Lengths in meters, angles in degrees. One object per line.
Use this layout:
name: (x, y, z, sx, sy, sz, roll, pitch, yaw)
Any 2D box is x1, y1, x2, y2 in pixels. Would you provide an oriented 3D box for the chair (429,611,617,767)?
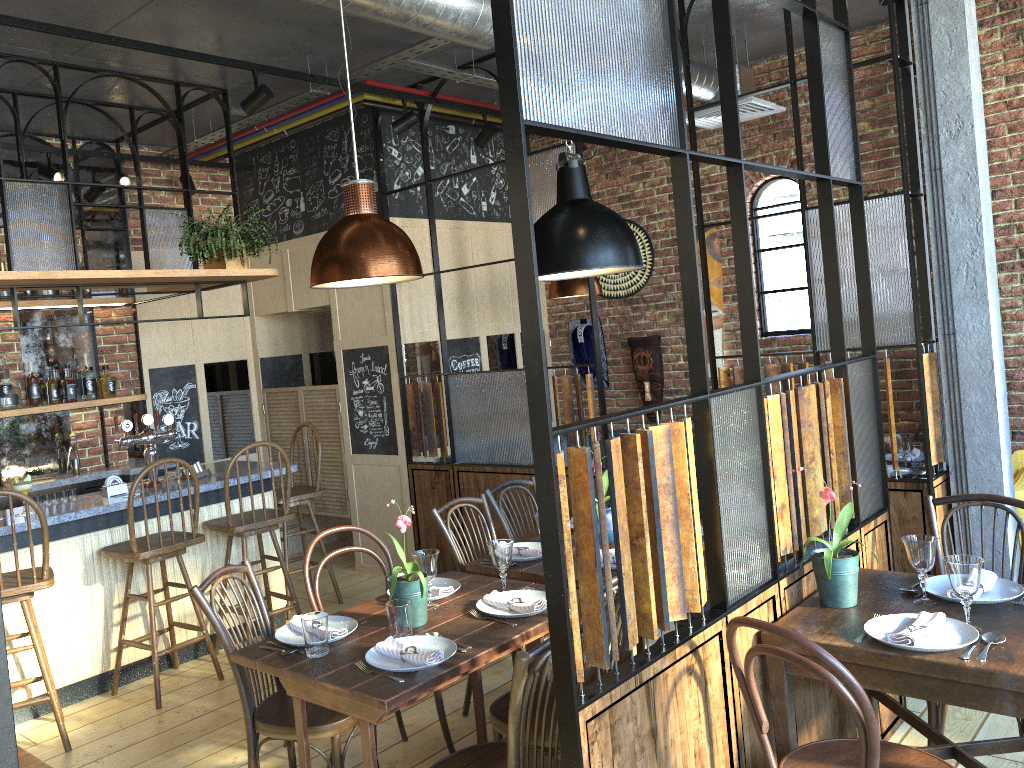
chair: (0.001, 1.054, 2.343, 0.387, 0.914, 0.546, -7, 2, -44)

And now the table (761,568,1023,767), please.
table: (1.268, 1.018, 2.534, 0.785, 0.726, 0.717, -3, 3, 41)

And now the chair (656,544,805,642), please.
chair: (0.772, 0.933, 3.138, 0.421, 0.920, 0.572, -6, 2, -32)

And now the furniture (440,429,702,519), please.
furniture: (0.512, 0.829, 6.289, 1.510, 0.821, 1.424, -3, 4, 41)

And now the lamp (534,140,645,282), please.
lamp: (0.227, -1.116, 3.679, 0.506, 1.325, 0.552, -7, 2, -36)

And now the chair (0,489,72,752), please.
chair: (-2.279, 1.050, 3.963, 0.418, 1.194, 0.428, -6, 2, -30)

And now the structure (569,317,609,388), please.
structure: (0.590, -0.242, 7.021, 0.339, 0.559, 0.109, -4, 2, 42)

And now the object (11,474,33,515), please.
object: (-2.467, 0.556, 4.445, 0.103, 0.197, 0.109, -6, 2, -21)

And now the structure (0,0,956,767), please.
structure: (-1.270, -0.100, 3.640, 6.256, 3.323, 5.641, -4, 3, 25)

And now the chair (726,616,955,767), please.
chair: (0.849, 0.981, 2.178, 0.530, 0.920, 0.454, -6, 2, -26)

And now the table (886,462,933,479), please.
table: (2.059, 0.814, 4.753, 0.785, 0.726, 0.717, -3, 3, 41)

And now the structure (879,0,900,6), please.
structure: (1.698, -1.842, 3.917, 0.189, 0.267, 0.162, -5, 2, 14)

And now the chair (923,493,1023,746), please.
chair: (1.568, 0.867, 2.935, 0.423, 0.914, 0.499, -4, 2, 36)

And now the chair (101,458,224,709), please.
chair: (-1.829, 0.974, 4.534, 0.431, 1.194, 0.416, -4, 2, 35)

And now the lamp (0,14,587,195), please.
lamp: (-0.904, -1.525, 3.538, 6.557, 0.273, 6.902, -3, 4, 41)

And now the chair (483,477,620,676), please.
chair: (0.207, 0.928, 4.202, 0.387, 0.914, 0.546, -7, 2, -44)

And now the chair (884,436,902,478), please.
chair: (1.749, 0.735, 4.294, 0.557, 1.005, 0.433, -5, 2, 28)

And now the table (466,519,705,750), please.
table: (0.445, 1.030, 3.730, 0.762, 0.727, 0.984, -4, 3, 41)

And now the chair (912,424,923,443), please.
chair: (2.449, 0.654, 5.159, 0.530, 0.920, 0.454, -6, 2, -26)

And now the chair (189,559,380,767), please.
chair: (-0.749, 1.088, 3.039, 0.535, 0.914, 0.395, -5, 2, 17)

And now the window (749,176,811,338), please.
window: (3.071, -0.765, 1.737, 3.478, 2.426, 8.443, -5, 3, 6)

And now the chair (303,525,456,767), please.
chair: (-0.522, 1.043, 3.428, 0.421, 0.920, 0.572, -6, 2, -32)

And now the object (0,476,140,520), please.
object: (-2.316, 0.584, 4.558, 0.210, 0.106, 0.733, -3, 4, 41)

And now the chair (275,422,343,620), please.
chair: (-1.438, 0.865, 5.769, 0.394, 1.194, 0.455, -7, 2, -40)

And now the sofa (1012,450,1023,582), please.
sofa: (3.352, 0.712, 3.993, 2.070, 0.762, 0.762, -4, 3, 27)

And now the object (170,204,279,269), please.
object: (-1.663, -0.855, 5.236, 0.625, 0.369, 0.484, -5, 3, 19)

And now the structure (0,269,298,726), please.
structure: (-2.685, 0.527, 5.161, 1.822, 2.172, 2.234, -4, 3, 41)

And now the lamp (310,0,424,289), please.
lamp: (-0.526, -0.988, 2.812, 0.377, 1.334, 0.360, -5, 1, 14)

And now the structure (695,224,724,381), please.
structure: (1.385, -0.581, 6.276, 0.242, 1.119, 0.089, -4, 2, 42)

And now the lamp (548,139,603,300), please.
lamp: (0.366, -1.254, 5.938, 0.384, 1.334, 0.353, -5, 2, 34)

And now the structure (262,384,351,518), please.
structure: (-2.322, 0.705, 4.754, 1.301, 0.993, 4.882, -5, 3, 14)

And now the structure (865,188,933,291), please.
structure: (2.295, -0.842, 5.445, 0.617, 0.726, 0.121, -4, 2, 41)

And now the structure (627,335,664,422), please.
structure: (1.023, -0.034, 6.645, 0.272, 0.654, 0.153, -4, 2, 41)

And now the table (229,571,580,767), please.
table: (-0.259, 1.145, 2.917, 0.762, 0.727, 0.984, -4, 3, 41)

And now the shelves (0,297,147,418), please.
shelves: (-3.524, -0.146, 5.826, 0.632, 0.745, 2.024, -4, 3, 41)

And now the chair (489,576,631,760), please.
chair: (0.180, 1.013, 2.758, 0.387, 0.914, 0.546, -7, 2, -44)

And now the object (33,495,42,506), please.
object: (-2.505, 0.620, 4.653, 0.043, 0.059, 0.040, -4, 2, 31)

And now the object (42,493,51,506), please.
object: (-2.474, 0.615, 4.689, 0.043, 0.059, 0.040, -4, 2, 31)

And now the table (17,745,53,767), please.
table: (-1.284, 1.308, 1.828, 0.785, 0.726, 0.717, -3, 3, 41)

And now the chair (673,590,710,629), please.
chair: (0.912, 0.893, 3.599, 0.541, 0.914, 0.390, -5, 2, 26)

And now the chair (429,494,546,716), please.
chair: (-0.015, 0.969, 3.869, 0.545, 0.914, 0.387, -4, 2, 41)

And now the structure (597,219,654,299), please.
structure: (0.791, -0.961, 6.783, 0.693, 0.618, 0.075, -4, 2, 40)

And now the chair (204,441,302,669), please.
chair: (-1.460, 0.913, 4.959, 0.415, 1.194, 0.431, -7, 2, -45)
